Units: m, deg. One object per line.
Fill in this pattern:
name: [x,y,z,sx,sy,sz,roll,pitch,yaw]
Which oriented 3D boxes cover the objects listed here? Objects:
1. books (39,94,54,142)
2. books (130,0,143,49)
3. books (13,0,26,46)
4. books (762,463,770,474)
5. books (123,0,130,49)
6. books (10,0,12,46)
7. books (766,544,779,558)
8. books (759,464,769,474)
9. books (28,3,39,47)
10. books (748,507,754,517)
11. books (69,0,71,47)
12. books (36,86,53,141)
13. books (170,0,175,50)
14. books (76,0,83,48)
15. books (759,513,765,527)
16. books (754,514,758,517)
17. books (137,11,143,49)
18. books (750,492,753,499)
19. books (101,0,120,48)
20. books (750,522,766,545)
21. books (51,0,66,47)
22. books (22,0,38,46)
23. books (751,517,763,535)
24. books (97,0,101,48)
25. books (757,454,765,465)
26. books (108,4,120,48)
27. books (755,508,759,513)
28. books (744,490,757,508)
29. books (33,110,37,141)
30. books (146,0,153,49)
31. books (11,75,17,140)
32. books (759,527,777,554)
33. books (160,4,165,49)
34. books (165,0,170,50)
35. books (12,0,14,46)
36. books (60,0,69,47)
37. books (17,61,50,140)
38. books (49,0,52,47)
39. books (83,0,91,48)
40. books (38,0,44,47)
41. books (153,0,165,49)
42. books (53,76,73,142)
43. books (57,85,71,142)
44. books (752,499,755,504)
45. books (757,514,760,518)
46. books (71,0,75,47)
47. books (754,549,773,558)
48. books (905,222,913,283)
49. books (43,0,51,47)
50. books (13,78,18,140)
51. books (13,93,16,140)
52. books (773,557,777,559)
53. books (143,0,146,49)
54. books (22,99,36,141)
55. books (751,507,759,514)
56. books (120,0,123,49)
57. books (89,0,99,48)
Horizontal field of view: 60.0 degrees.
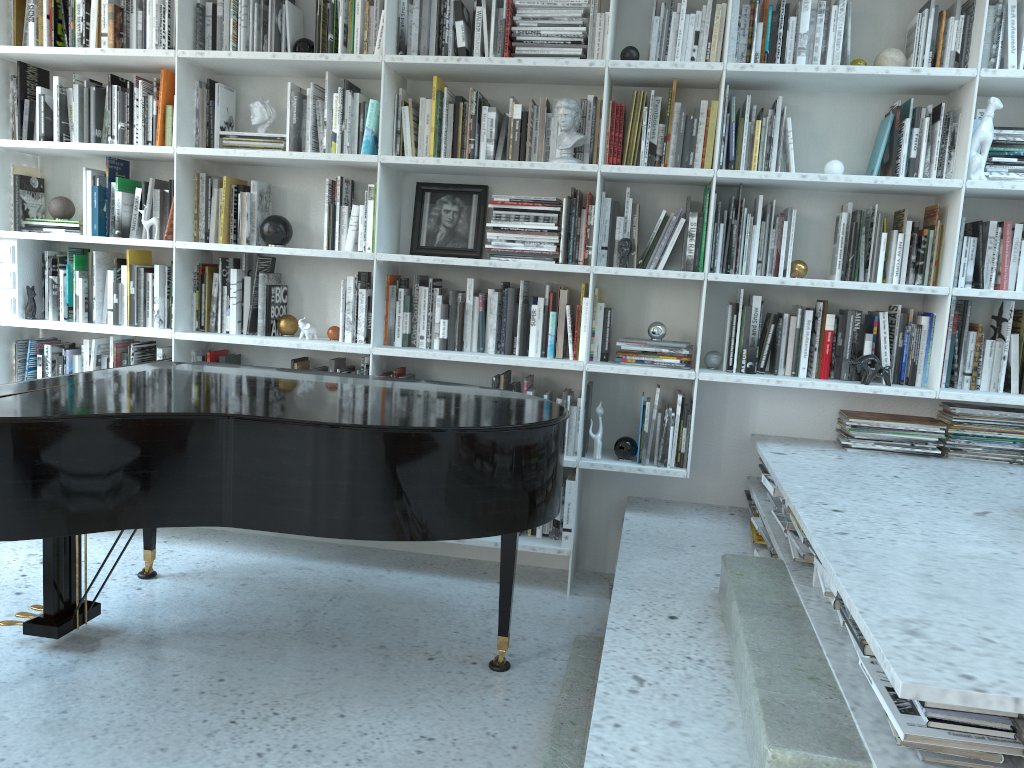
books: [-1.942,-1.112,3.779,0.028,0.204,0.188,5,7,9]
books: [-1.536,-1.477,3.695,0.029,0.261,0.157,5,8,9]
books: [-2.046,-1.518,3.759,0.012,0.263,0.180,5,7,9]
books: [1.063,0.338,3.414,0.156,0.009,0.287,4,7,7]
books: [-1.559,-1.463,3.686,0.013,0.232,0.171,5,7,9]
books: [-2.077,-1.518,3.782,0.012,0.254,0.160,5,8,9]
books: [0.913,0.524,2.863,0.178,0.009,0.276,5,7,10]
books: [1.056,0.347,3.416,0.179,0.012,0.261,5,7,9]
books: [-1.970,-1.477,3.743,0.026,0.195,0.175,5,7,9]
books: [1.020,0.518,3.479,0.163,0.019,0.187,5,7,8]
books: [-1.816,-1.485,3.742,0.012,0.231,0.149,5,8,9]
books: [-1.964,-1.131,3.791,0.022,0.236,0.177,5,7,9]
books: [-1.351,-1.475,3.649,0.022,0.290,0.169,5,8,9]
books: [-1.760,-1.472,3.718,0.031,0.217,0.172,5,7,9]
books: [0.974,0.503,3.167,0.159,0.009,0.228,5,7,10]
books: [1.021,0.506,3.477,0.144,0.005,0.257,5,7,14]
books: [-1.513,-1.438,3.694,0.022,0.186,0.136,5,7,9]
books: [1.019,0.426,3.468,0.174,0.009,0.239,5,7,11]
books: [-1.634,-1.494,3.682,0.030,0.286,0.185,5,8,9]
books: [0.953,0.541,3.175,0.187,0.009,0.260,5,7,12]
books: [-1.875,-1.511,3.727,0.011,0.278,0.164,5,8,9]
books: [-2.007,-1.514,3.769,0.062,0.258,0.152,5,8,9]
books: [0.960,0.515,3.171,0.180,0.017,0.182,4,7,6]
books: [-1.660,-1.490,3.692,0.023,0.271,0.186,5,7,9]
books: [1.052,0.306,3.412,0.171,0.015,0.252,4,7,4]
books: [-1.608,-1.447,3.680,0.029,0.195,0.191,5,7,9]
books: [1.025,0.472,3.472,0.158,0.012,0.278,5,7,8]
books: [1.013,0.457,3.472,0.184,0.006,0.262,5,7,10]
books: [-1.994,-1.122,3.813,0.042,0.209,0.143,5,7,9]
books: [-1.450,-1.453,3.664,0.030,0.231,0.172,5,7,9]
books: [-2.099,-1.169,3.829,0.012,0.285,0.159,5,8,9]
books: [0.909,0.511,2.863,0.181,0.017,0.249,4,7,6]
books: [-1.405,-1.439,3.671,0.013,0.206,0.172,5,7,9]
books: [-1.370,-1.475,3.640,0.012,0.291,0.182,5,8,9]
books: [-2.062,-1.505,3.772,0.022,0.233,0.151,5,8,9]
books: [-1.845,-1.497,3.741,0.047,0.250,0.134,5,8,9]
books: [-2.042,-1.185,3.788,0.012,0.334,0.184,5,8,9]
books: [-1.889,-1.515,3.739,0.020,0.281,0.164,5,8,9]
books: [-1.736,-1.498,3.716,0.014,0.273,0.180,5,8,9]
books: [-1.929,-1.492,3.746,0.030,0.230,0.172,5,7,9]
books: [-1.423,-1.467,3.657,0.022,0.263,0.174,5,8,9]
books: [-1.890,-1.149,3.788,0.023,0.281,0.174,5,8,9]
books: [-1.876,-1.129,3.779,0.011,0.246,0.176,5,7,9]
books: [1.021,0.450,3.470,0.159,0.009,0.210,5,7,13]
books: [1.031,0.498,3.474,0.147,0.014,0.291,5,7,9]
books: [-1.794,-1.475,3.723,0.014,0.218,0.164,5,7,9]
books: [0.899,0.585,2.873,0.189,0.028,0.202,4,7,4]
books: [1.462,-0.487,3.323,0.016,0.231,0.138,5,8,9]
books: [-1.906,-1.502,3.740,0.014,0.253,0.187,5,7,9]
books: [-2.062,-1.153,3.799,0.027,0.266,0.175,5,8,9]
books: [-2.084,-1.129,3.823,0.026,0.209,0.154,5,7,9]
books: [0.921,0.552,2.866,0.161,0.012,0.253,5,7,10]
books: [-1.469,-1.480,3.668,0.012,0.281,0.188,5,8,9]
books: [-2.021,-1.108,3.801,0.037,0.182,0.188,5,7,9]
books: [1.021,0.484,3.474,0.170,0.012,0.214,5,7,9]
books: [-1.574,-1.493,3.696,0.025,0.286,0.161,5,8,9]
books: [-1.706,-1.479,3.717,0.047,0.238,0.162,5,7,9]
